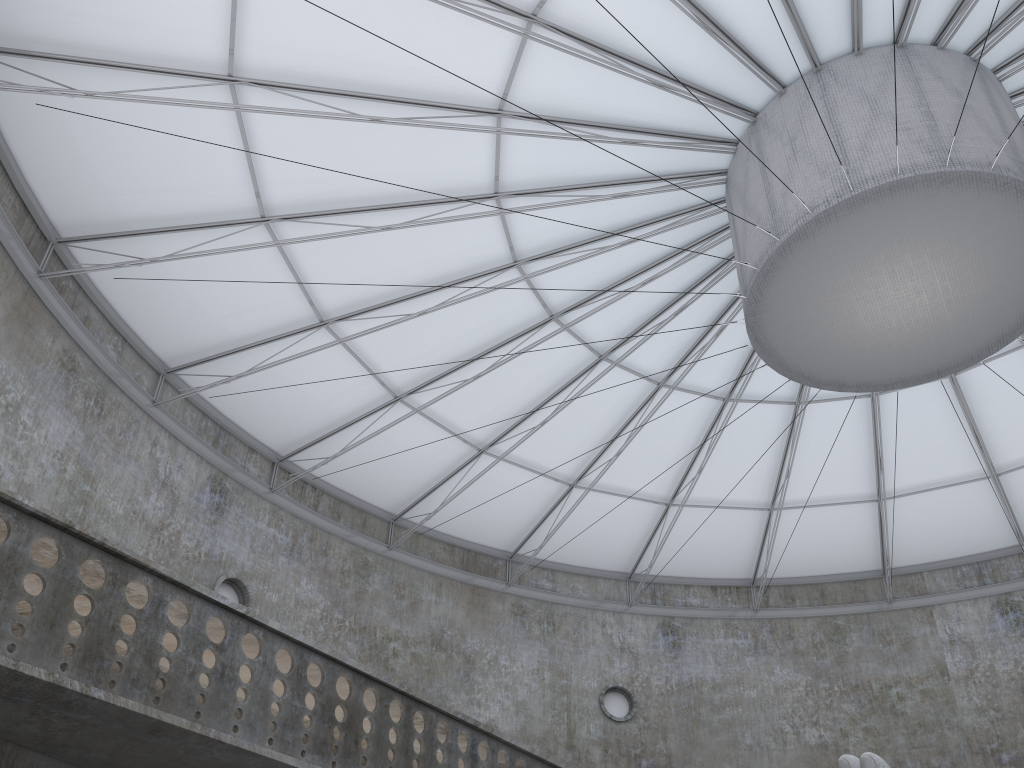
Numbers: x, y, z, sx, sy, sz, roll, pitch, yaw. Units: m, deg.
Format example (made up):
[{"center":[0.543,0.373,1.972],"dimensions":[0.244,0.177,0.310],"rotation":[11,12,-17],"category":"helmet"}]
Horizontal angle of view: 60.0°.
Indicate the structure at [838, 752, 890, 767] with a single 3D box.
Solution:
[{"center":[10.181,7.231,11.275],"dimensions":[10.726,5.545,16.084],"rotation":[7,-37,-6],"category":"structure"}]
